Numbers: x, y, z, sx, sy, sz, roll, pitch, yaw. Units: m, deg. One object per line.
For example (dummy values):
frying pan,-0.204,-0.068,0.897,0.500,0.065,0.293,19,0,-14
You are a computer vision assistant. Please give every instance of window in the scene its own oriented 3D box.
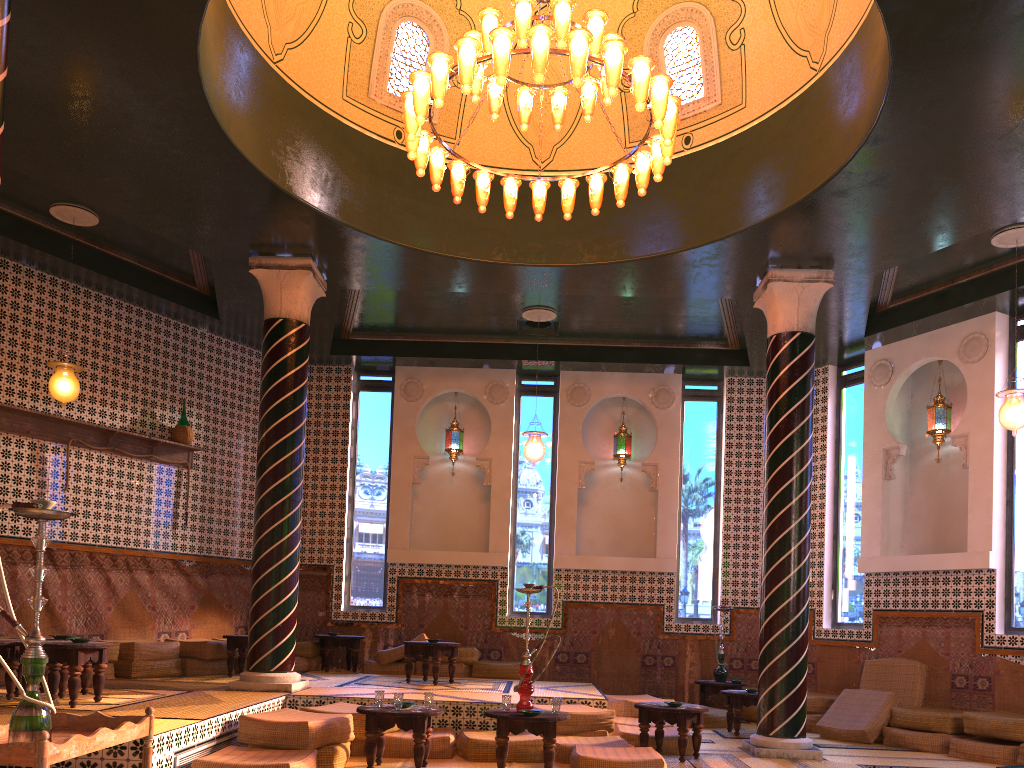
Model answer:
window,5.428,1.887,13.675,0.091,3.957,0.778,3,-3,-28
window,-2.479,2.013,15.200,0.774,3.957,0.092,2,-2,2
window,0.421,-4.272,7.892,5.793,1.144,5.638,-9,-18,36
window,6.785,1.254,11.160,0.091,3.957,0.778,3,-3,-28
window,3.232,2.175,15.030,0.774,3.957,0.092,2,-2,2
window,0.377,2.094,15.115,0.774,3.957,0.092,2,-2,2

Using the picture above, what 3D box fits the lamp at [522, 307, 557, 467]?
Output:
lamp,0.365,0.087,12.840,0.520,2.294,0.524,3,-3,-9

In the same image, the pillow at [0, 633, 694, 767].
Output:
pillow,-2.781,3.548,10.008,10.027,1.246,10.265,1,-15,2

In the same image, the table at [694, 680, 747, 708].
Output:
table,3.383,5.149,14.050,0.837,0.580,0.866,0,-11,11

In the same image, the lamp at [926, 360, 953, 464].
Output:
lamp,6.182,0.385,12.493,0.362,1.548,0.326,3,-3,-25

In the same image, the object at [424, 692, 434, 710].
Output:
object,-0.804,3.065,8.346,0.092,0.161,0.093,4,-6,-20

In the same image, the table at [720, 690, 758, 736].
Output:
table,3.337,4.624,12.110,0.850,0.580,0.853,9,-13,-33

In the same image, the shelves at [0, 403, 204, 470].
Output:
shelves,-5.983,0.573,11.327,0.256,0.336,4.608,-2,-15,31

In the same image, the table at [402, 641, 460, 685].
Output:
table,-1.174,4.034,12.482,0.838,0.580,0.865,-1,-11,14

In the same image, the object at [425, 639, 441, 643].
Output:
object,-1.138,3.718,12.490,0.250,0.045,0.259,-2,-15,16

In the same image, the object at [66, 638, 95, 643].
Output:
object,-4.137,2.465,8.281,0.250,0.045,0.259,-2,-15,16

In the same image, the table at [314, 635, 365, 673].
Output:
table,-2.877,4.480,14.345,0.839,0.580,0.864,-2,-12,20

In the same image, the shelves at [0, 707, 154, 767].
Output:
shelves,-2.469,2.374,4.507,0.746,1.271,1.218,2,-8,3

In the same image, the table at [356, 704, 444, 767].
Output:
table,-1.090,3.428,8.333,0.839,0.580,0.864,4,-11,-7

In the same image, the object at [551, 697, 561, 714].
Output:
object,0.426,3.109,8.339,0.092,0.161,0.093,4,-6,-20

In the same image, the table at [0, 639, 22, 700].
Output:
table,-5.120,2.729,8.219,0.846,0.580,0.857,-7,-15,40

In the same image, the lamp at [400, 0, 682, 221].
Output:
lamp,0.322,-4.252,7.763,2.467,4.555,2.521,1,-5,10

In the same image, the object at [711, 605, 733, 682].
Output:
object,3.379,4.227,14.056,0.301,1.240,0.469,0,-4,38

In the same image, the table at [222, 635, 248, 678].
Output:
table,-3.767,3.948,12.508,0.837,0.580,0.866,1,-11,7

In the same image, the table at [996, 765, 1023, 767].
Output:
table,6.078,4.301,8.663,0.862,0.603,2.044,8,-15,-27

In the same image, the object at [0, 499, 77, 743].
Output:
object,-2.468,1.210,4.346,0.462,1.241,0.302,1,-3,10

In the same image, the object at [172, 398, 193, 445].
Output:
object,-4.940,0.565,12.984,0.302,0.714,0.304,-2,-6,43

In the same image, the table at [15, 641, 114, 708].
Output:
table,-4.289,2.773,8.270,0.846,0.580,0.857,-7,-15,40

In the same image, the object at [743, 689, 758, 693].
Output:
object,3.352,4.289,12.065,0.250,0.045,0.259,-2,-15,16

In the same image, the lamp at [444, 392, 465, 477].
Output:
lamp,-1.014,0.869,15.238,0.324,1.548,0.365,0,-3,35

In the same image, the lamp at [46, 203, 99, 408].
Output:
lamp,-5.176,-0.863,10.092,0.520,2.294,0.524,3,-3,-9

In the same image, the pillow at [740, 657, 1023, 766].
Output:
pillow,5.229,4.385,11.906,1.419,1.172,5.880,7,-15,-27

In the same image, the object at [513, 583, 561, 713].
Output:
object,0.222,2.564,8.375,0.462,1.239,0.305,1,-3,18

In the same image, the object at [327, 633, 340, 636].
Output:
object,-2.951,4.122,14.220,0.250,0.045,0.259,-2,-15,16

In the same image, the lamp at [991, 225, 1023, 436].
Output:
lamp,5.697,-0.553,9.769,0.520,2.294,0.524,3,-3,-9

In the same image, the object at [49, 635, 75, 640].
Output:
object,-4.644,2.618,8.914,0.251,0.045,0.258,5,-15,-13

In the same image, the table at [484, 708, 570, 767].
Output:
table,0.135,3.477,8.352,0.850,0.580,0.853,9,-13,-33

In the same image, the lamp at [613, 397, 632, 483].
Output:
lamp,1.947,0.959,15.171,0.360,1.548,0.328,0,-3,35

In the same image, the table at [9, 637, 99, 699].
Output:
table,-4.769,2.948,8.979,0.846,0.580,0.857,-7,-15,40

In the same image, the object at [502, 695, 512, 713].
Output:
object,-0.053,3.095,8.354,0.092,0.161,0.094,2,-6,4

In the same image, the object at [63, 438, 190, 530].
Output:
object,-5.448,1.463,12.347,0.060,1.029,2.035,1,-11,32

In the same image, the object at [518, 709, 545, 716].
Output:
object,0.183,3.103,8.136,0.255,0.045,0.254,16,-20,-41

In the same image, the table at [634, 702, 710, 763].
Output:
table,1.788,3.917,9.717,0.844,0.580,0.859,-6,-14,37

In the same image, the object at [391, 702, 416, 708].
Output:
object,-1.062,3.137,8.429,0.255,0.045,0.254,16,-20,-41

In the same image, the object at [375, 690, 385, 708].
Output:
object,-1.283,3.052,8.360,0.093,0.161,0.093,7,-7,-40

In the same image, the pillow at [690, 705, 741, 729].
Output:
pillow,2.894,5.112,13.225,0.985,0.273,0.970,9,-16,-27

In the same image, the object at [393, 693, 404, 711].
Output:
object,-1.074,3.004,8.155,0.092,0.161,0.093,4,-6,-20

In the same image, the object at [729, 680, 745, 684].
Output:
object,3.616,4.796,13.893,0.250,0.045,0.259,-2,-15,16

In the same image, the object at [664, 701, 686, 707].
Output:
object,1.817,3.577,9.638,0.251,0.045,0.258,5,-15,-13
